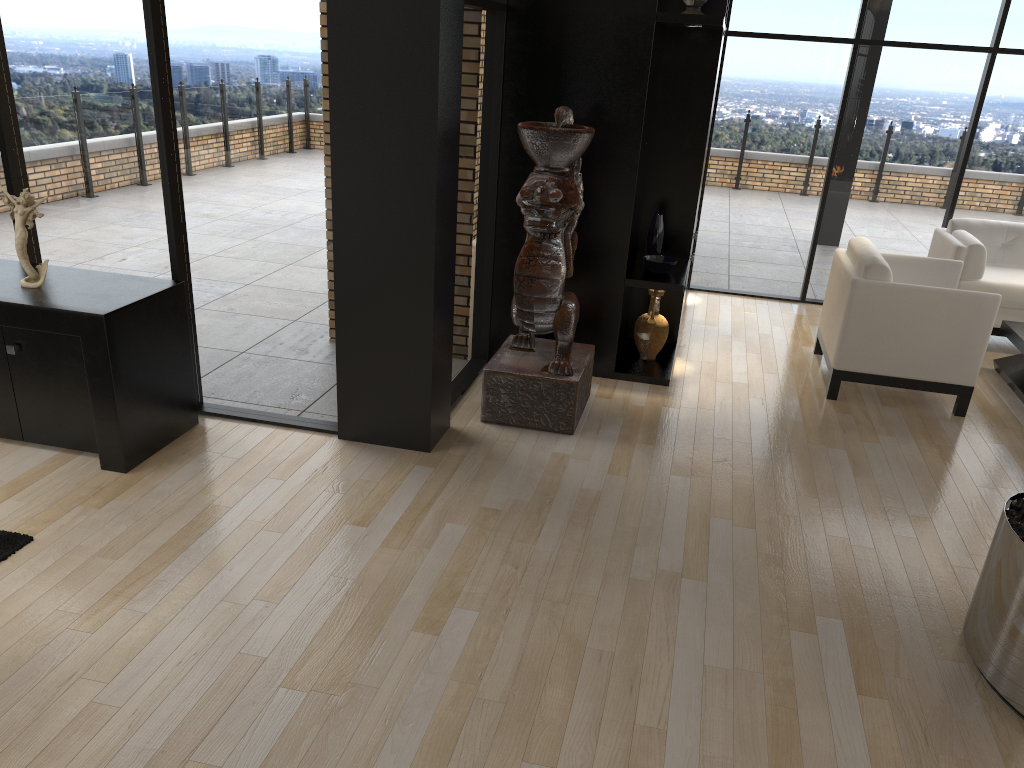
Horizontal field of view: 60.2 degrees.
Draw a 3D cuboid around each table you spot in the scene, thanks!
[{"bbox_3d":[4.218,0.066,5.423,2.027,0.364,1.223,8,22,10],"label":"table"}]

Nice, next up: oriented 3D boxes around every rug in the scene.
[{"bbox_3d":[-3.634,0.799,2.641,3.024,0.012,2.403,8,22,11],"label":"rug"}]

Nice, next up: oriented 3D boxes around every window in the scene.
[{"bbox_3d":[0.144,-1.418,2.162,15.889,4.961,9.775,3,22,-2],"label":"window"}]

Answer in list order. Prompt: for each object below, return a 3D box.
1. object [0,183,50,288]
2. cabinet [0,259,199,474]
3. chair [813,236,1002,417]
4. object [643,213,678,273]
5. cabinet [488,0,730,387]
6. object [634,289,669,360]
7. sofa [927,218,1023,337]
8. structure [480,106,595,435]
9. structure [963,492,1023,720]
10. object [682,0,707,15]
[{"bbox_3d":[-2.160,-0.662,3.912,0.256,0.475,0.102,9,25,11],"label":"object"},{"bbox_3d":[-3.136,-0.244,4.372,3.031,0.768,0.601,8,24,10],"label":"cabinet"},{"bbox_3d":[2.486,-0.415,5.637,0.852,0.886,0.969,8,23,10],"label":"chair"},{"bbox_3d":[0.937,-0.872,5.500,0.212,0.324,0.361,8,23,9],"label":"object"},{"bbox_3d":[0.800,-1.776,6.152,1.182,2.838,2.577,9,24,12],"label":"cabinet"},{"bbox_3d":[0.911,-0.404,5.726,0.219,0.512,0.218,22,30,34],"label":"object"},{"bbox_3d":[4.575,-0.641,6.588,2.688,0.886,0.827,8,23,10],"label":"sofa"},{"bbox_3d":[0.203,-0.623,4.722,0.516,1.650,0.707,9,25,10],"label":"structure"},{"bbox_3d":[1.974,-0.248,2.417,0.587,2.840,0.860,3,24,-1],"label":"structure"},{"bbox_3d":[1.031,-2.319,4.846,0.243,0.563,0.238,-12,29,-31],"label":"object"}]
